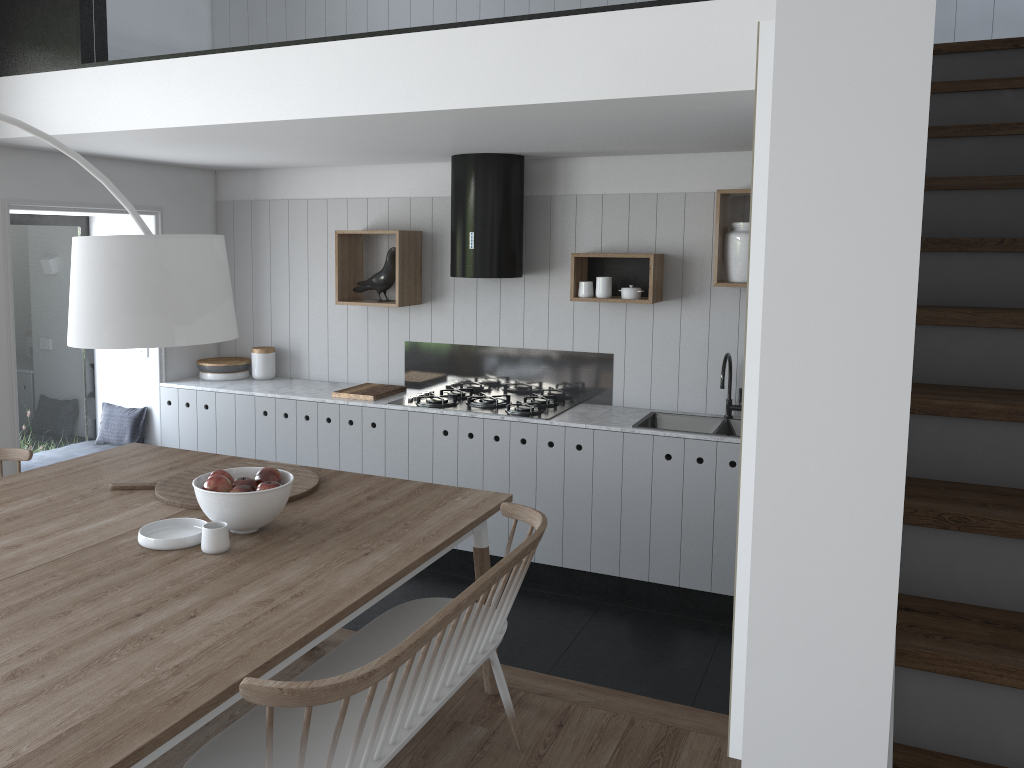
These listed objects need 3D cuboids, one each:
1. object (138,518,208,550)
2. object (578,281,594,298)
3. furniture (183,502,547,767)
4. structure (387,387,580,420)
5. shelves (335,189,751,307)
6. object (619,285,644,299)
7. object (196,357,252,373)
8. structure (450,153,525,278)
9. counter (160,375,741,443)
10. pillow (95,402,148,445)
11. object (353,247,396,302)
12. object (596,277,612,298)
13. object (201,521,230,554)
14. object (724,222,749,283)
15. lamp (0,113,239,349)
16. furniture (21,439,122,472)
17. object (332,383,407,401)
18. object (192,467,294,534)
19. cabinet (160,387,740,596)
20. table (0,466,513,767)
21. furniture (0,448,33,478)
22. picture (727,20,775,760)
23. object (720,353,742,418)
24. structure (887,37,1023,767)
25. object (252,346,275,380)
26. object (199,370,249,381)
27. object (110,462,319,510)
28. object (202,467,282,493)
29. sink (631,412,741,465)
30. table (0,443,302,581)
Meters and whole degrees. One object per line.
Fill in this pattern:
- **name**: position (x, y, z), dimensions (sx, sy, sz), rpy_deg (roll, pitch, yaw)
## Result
- **object**: position (-1.044, 0.463, 2.735), dimensions (0.215, 0.035, 0.215), rpy_deg (1, 9, 3)
- **object**: position (0.404, -0.515, 4.825), dimensions (0.081, 0.087, 0.086), rpy_deg (-4, 9, -30)
- **furniture**: position (-0.331, 0.883, 2.417), dimensions (0.556, 0.806, 1.340), rpy_deg (4, 9, 22)
- **structure**: position (-0.161, 0.090, 5.064), dimensions (1.004, 0.048, 0.545), rpy_deg (4, 10, 24)
- **shelves**: position (0.636, -0.628, 4.765), dimensions (3.657, 0.793, 0.295), rpy_deg (4, 7, 24)
- **object**: position (0.641, -0.495, 4.747), dimensions (0.129, 0.073, 0.109), rpy_deg (1, 8, 2)
- **object**: position (-1.944, -0.128, 5.968), dimensions (0.354, 0.065, 0.367), rpy_deg (-2, 9, -17)
- **structure**: position (-0.140, -1.043, 5.011), dimensions (0.407, 0.864, 0.424), rpy_deg (-2, 7, -20)
- **counter**: position (0.667, 0.190, 4.685), dimensions (6.261, 0.020, 0.570), rpy_deg (5, 10, 24)
- **pillow**: position (-2.566, 0.283, 5.828), dimensions (0.411, 0.292, 0.178), rpy_deg (4, 8, 24)
- **object**: position (-0.835, -0.678, 5.453), dimensions (0.342, 0.332, 0.137), rpy_deg (4, 7, 25)
- **object**: position (0.497, -0.521, 4.781), dimensions (0.088, 0.115, 0.084), rpy_deg (4, 8, 23)
- **object**: position (-0.883, 0.459, 2.632), dimensions (0.085, 0.078, 0.082), rpy_deg (4, 8, 23)
- **object**: position (1.195, -0.668, 4.495), dimensions (0.228, 0.300, 0.230), rpy_deg (0, 7, -3)
- **lamp**: position (-2.902, 0.458, 1.168), dimensions (5.085, 2.013, 0.899), rpy_deg (-7, 10, -40)
- **furniture**: position (-2.764, 0.499, 5.440), dimensions (0.609, 0.115, 1.035), rpy_deg (4, 10, 23)
- **object**: position (-0.864, 0.045, 5.373), dimensions (0.297, 0.030, 0.394), rpy_deg (4, 10, 23)
- **object**: position (-0.856, 0.385, 2.826), dimensions (0.321, 0.163, 0.310), rpy_deg (4, 9, 20)
- **cabinet**: position (0.555, 0.613, 4.469), dimensions (6.257, 0.744, 0.010), rpy_deg (5, 7, 24)
- **table**: position (-0.817, 0.886, 2.570), dimensions (0.956, 0.745, 2.011), rpy_deg (4, 9, 23)
- **furniture**: position (-2.199, 0.768, 3.062), dimensions (0.556, 0.806, 1.340), rpy_deg (4, 9, 22)
- **picture**: position (0.647, -0.055, 2.020), dimensions (0.061, 1.212, 1.278), rpy_deg (3, 8, 22)
- **object**: position (1.131, 0.025, 4.568), dimensions (0.092, 0.372, 0.285), rpy_deg (3, 8, 22)
- **structure**: position (1.421, 0.236, 2.003), dimensions (1.079, 2.615, 3.549), rpy_deg (3, 9, 22)
- **object**: position (-1.661, -0.137, 5.907), dimensions (0.153, 0.211, 0.156), rpy_deg (0, 7, -8)
- **object**: position (-1.945, -0.070, 5.975), dimensions (0.318, 0.055, 0.335), rpy_deg (-4, 10, -27)
- **object**: position (-1.055, 0.381, 3.295), dimensions (0.660, 0.023, 0.616), rpy_deg (-8, 13, -43)
- **object**: position (-0.857, 0.364, 2.819), dimensions (0.248, 0.166, 0.241), rpy_deg (-2, 8, -15)
- **sink**: position (1.225, 0.307, 4.404), dimensions (1.203, 0.165, 0.445), rpy_deg (4, 10, 24)
- **table**: position (-1.686, 0.817, 2.967), dimensions (0.956, 0.745, 2.011), rpy_deg (4, 9, 23)
